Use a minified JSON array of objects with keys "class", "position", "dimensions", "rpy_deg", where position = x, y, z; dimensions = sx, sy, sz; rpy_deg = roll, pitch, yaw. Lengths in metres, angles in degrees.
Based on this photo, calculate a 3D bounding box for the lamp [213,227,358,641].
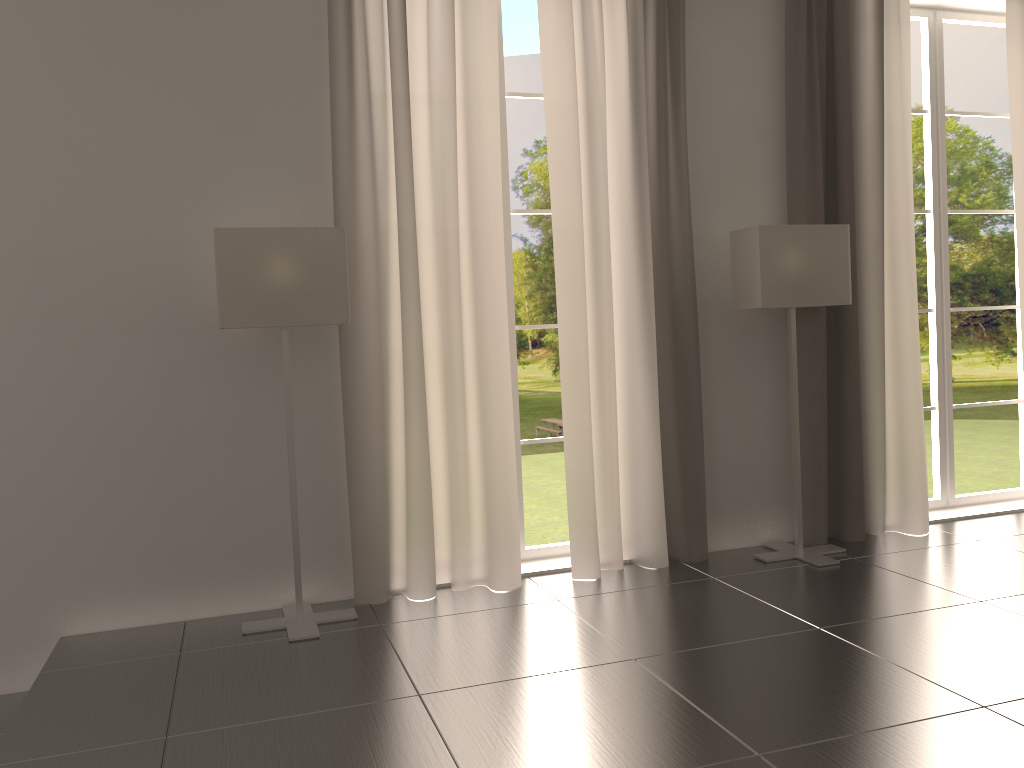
[{"class":"lamp","position":[-1.796,0.362,7.169],"dimensions":[1.000,3.176,0.908],"rpy_deg":[-3,2,-17]}]

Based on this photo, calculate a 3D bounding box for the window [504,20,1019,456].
[{"class":"window","position":[17.391,-4.126,2.468],"dimensions":[48.637,20.567,99.171],"rpy_deg":[-3,3,-17]}]

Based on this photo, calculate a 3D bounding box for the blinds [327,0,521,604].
[{"class":"blinds","position":[-0.784,-1.346,7.803],"dimensions":[1.550,6.427,0.415],"rpy_deg":[-3,2,-13]}]

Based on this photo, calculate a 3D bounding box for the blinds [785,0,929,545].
[{"class":"blinds","position":[3.538,-1.611,9.169],"dimensions":[1.550,6.427,0.415],"rpy_deg":[-3,2,-13]}]

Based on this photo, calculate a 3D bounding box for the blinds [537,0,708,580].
[{"class":"blinds","position":[1.055,-1.459,8.383],"dimensions":[1.550,6.428,0.417],"rpy_deg":[-3,2,-21]}]

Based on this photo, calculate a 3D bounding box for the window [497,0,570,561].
[{"class":"window","position":[-0.106,-1.113,8.662],"dimensions":[2.644,5.746,0.110],"rpy_deg":[-3,2,-18]}]

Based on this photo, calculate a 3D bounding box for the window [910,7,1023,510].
[{"class":"window","position":[4.927,-1.422,10.254],"dimensions":[2.644,5.746,0.110],"rpy_deg":[-3,2,-18]}]

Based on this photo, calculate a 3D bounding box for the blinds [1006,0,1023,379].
[{"class":"blinds","position":[6.236,-1.777,10.020],"dimensions":[1.550,6.428,0.417],"rpy_deg":[-3,2,-21]}]

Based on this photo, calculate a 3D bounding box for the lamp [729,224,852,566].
[{"class":"lamp","position":[2.737,0.083,8.602],"dimensions":[1.000,3.176,0.908],"rpy_deg":[-3,2,-17]}]
